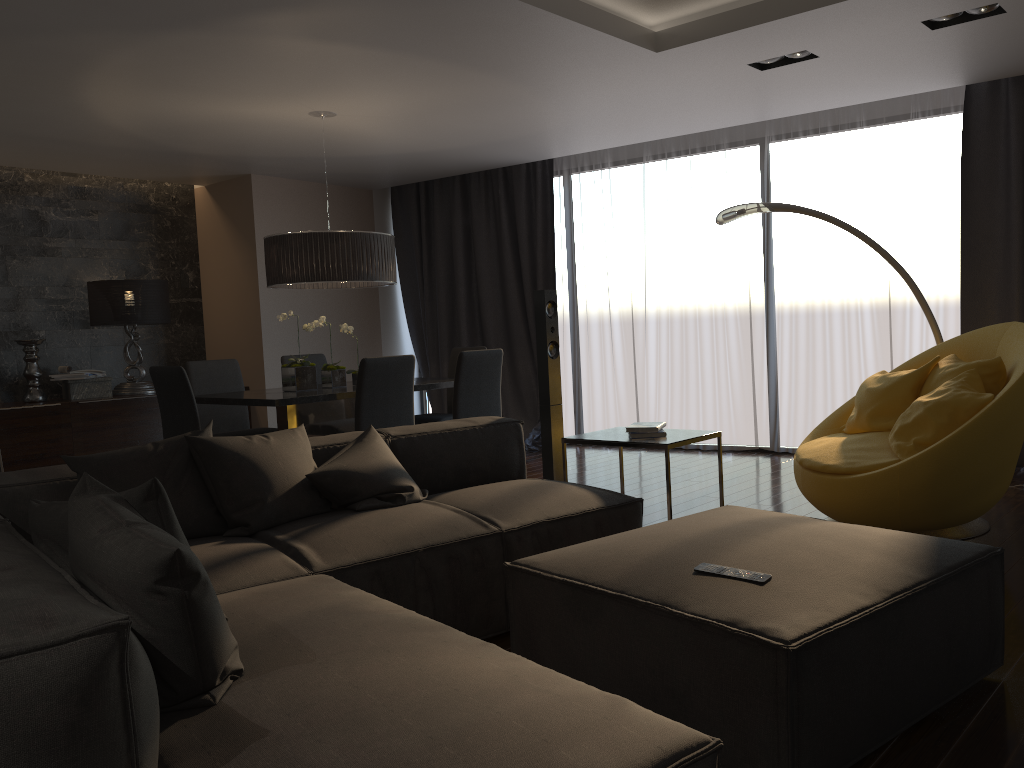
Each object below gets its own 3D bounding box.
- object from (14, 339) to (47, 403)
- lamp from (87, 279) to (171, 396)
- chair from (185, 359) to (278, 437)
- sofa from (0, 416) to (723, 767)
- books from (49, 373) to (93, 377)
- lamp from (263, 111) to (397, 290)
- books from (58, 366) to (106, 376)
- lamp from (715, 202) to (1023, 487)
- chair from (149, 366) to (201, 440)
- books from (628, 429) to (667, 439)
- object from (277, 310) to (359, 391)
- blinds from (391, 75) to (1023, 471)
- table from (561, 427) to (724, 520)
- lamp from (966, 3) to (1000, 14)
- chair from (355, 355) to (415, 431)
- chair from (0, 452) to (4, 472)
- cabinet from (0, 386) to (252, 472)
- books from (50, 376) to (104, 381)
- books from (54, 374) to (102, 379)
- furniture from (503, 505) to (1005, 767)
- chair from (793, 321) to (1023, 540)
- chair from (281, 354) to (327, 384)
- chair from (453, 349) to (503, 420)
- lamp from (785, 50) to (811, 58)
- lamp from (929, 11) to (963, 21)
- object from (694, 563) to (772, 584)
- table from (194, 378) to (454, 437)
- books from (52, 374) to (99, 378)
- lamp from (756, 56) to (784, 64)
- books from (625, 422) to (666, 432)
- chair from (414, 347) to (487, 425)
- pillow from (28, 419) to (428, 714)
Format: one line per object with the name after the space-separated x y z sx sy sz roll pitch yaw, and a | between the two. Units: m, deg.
-3.688 -0.100 6.769 0.210 0.485 0.207 -3 3 -1 | object
-3.160 -0.385 7.323 0.617 0.933 0.568 -4 4 -22 | lamp
-1.826 0.319 5.854 0.541 0.964 0.451 0 4 41 | chair
-0.298 0.579 2.558 2.622 0.703 2.587 -5 4 -39 | sofa
-3.469 -0.078 6.986 0.257 0.011 0.314 -3 4 -7 | books
-1.178 -1.179 5.628 0.838 1.102 0.770 -4 4 -25 | lamp
-3.452 -0.097 7.064 0.288 0.109 0.305 -5 4 -39 | books
3.323 -0.268 4.988 4.102 1.779 0.600 -2 4 18 | lamp
-1.689 0.361 5.067 0.405 0.964 0.603 0 4 41 | chair
0.626 0.224 4.089 0.163 0.023 0.232 -2 3 2 | books
-1.225 -0.227 5.650 0.294 0.501 0.605 0 4 38 | object
1.792 -0.861 6.837 7.129 2.893 0.786 0 4 33 | blinds
0.618 0.516 4.124 0.569 0.563 0.475 0 4 41 | table
2.266 -1.835 4.237 0.186 0.077 0.167 -5 4 -37 | lamp
-0.845 0.326 5.017 0.541 0.964 0.451 0 4 41 | chair
-3.019 0.524 4.722 0.398 0.800 0.454 0 4 41 | chair
-3.662 -0.259 4.052 4.211 2.500 7.297 0 5 41 | cabinet
-3.454 -0.047 6.995 0.254 0.011 0.317 -3 3 -2 | books
-3.452 -0.059 7.011 0.259 0.011 0.311 -3 4 -12 | books
0.712 0.661 2.610 1.157 0.439 1.035 -5 4 -39 | furniture
2.013 0.211 4.460 1.122 1.005 1.538 -2 3 8 | chair
-1.336 0.263 6.405 0.541 0.964 0.451 0 4 41 | chair
-0.355 0.270 5.569 0.541 0.964 0.451 0 4 41 | chair
1.570 -1.840 4.830 0.186 0.077 0.167 -5 4 -37 | lamp
2.136 -1.836 4.347 0.185 0.077 0.168 -5 4 -30 | lamp
0.568 0.487 2.268 0.197 0.015 0.054 0 5 40 | object
-1.077 0.396 5.718 0.985 0.760 1.689 0 5 41 | table
-3.465 -0.068 6.994 0.259 0.011 0.311 -3 4 -12 | books
1.440 -1.841 4.941 0.168 0.077 0.186 0 4 36 | lamp
0.626 0.201 4.103 0.150 0.022 0.211 -1 4 18 | books
-0.483 0.225 6.392 0.405 0.964 0.603 0 4 41 | chair
-0.964 0.356 2.563 1.050 0.431 2.114 -2 3 5 | pillow
